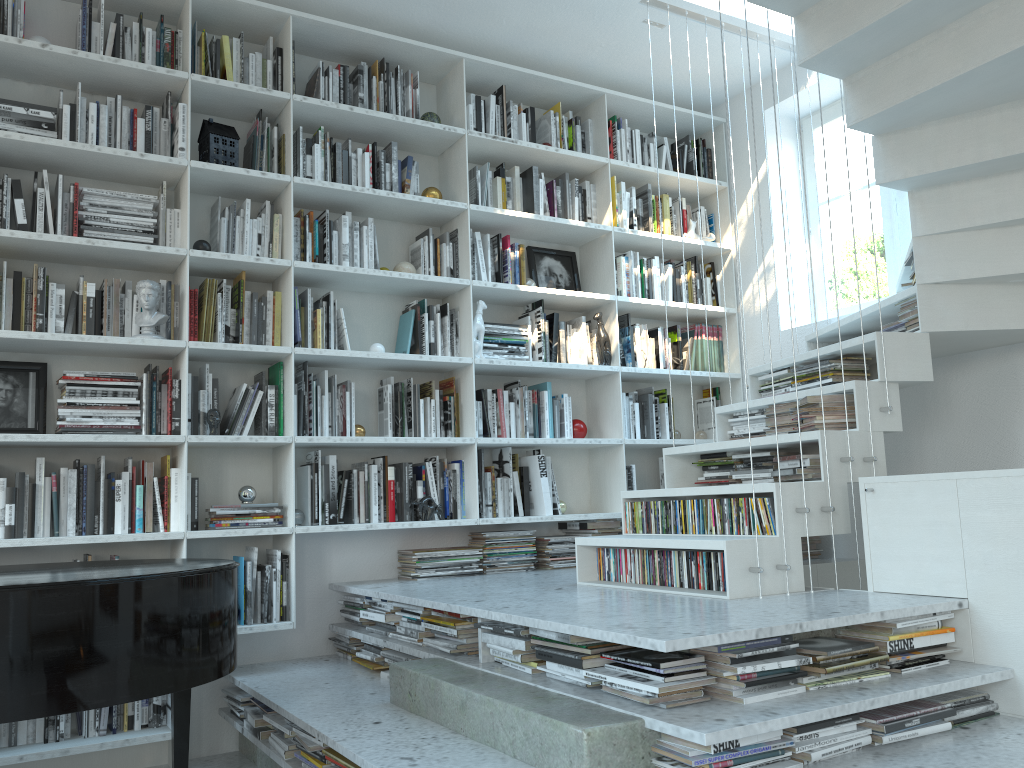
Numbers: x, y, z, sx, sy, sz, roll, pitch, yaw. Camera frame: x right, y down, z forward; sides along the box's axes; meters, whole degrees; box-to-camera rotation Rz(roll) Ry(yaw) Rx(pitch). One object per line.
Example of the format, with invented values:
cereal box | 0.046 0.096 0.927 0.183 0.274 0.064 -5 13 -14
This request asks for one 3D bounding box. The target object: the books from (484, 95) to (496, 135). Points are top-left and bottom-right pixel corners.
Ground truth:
books | -0.135 -1.312 4.519 0.048 0.277 0.150 2 -8 -30

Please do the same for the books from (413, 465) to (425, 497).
books | -0.438 0.504 4.078 0.012 0.248 0.165 2 -8 -30

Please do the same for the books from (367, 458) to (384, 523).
books | -0.615 0.480 3.990 0.012 0.284 0.159 2 -8 -30

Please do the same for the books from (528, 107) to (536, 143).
books | 0.069 -1.293 4.637 0.030 0.257 0.165 2 -8 -30

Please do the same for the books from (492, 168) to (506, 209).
books | -0.085 -0.940 4.487 0.026 0.260 0.167 2 -8 -30

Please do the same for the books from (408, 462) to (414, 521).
books | -0.496 0.495 4.048 0.026 0.262 0.169 2 -8 -30

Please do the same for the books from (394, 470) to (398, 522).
books | -0.559 0.505 4.013 0.025 0.237 0.156 2 -8 -30

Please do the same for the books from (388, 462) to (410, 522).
books | -0.515 0.493 4.030 0.026 0.262 0.173 2 -8 -30

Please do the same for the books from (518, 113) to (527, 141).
books | 0.015 -1.270 4.590 0.024 0.201 0.190 2 -9 -30

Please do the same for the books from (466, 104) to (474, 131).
books | -0.246 -1.272 4.431 0.022 0.182 0.190 2 -9 -30

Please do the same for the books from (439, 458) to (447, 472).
books | -0.338 0.495 4.159 0.012 0.282 0.143 2 -8 -30

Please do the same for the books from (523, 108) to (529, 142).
books | 0.044 -1.291 4.637 0.012 0.253 0.161 2 -8 -30

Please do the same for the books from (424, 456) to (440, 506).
books | -0.372 0.485 4.125 0.013 0.293 0.135 2 -8 -30

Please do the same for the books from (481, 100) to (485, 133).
books | -0.189 -1.292 4.484 0.024 0.230 0.169 2 -9 -30

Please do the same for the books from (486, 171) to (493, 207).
books | -0.139 -0.934 4.476 0.026 0.250 0.130 2 -8 -30

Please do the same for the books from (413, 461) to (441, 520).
books | -0.402 0.496 4.094 0.070 0.266 0.186 2 -9 -30

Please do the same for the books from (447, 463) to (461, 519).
books | -0.287 0.505 4.159 0.026 0.257 0.157 2 -8 -30

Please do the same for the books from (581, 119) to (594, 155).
books | 0.387 -1.283 4.818 0.026 0.263 0.163 2 -8 -30

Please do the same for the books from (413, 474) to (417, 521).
books | -0.475 0.522 4.059 0.022 0.210 0.136 2 -8 -30

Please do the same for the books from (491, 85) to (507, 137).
books | -0.079 -1.338 4.545 0.014 0.331 0.180 2 -8 -30

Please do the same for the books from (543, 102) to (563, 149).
books | 0.220 -1.319 4.725 0.007 0.320 0.166 2 -8 -30

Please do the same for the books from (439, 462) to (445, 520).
books | -0.357 0.500 4.132 0.021 0.264 0.150 2 -8 -30

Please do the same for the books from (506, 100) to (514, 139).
books | -0.041 -1.301 4.566 0.014 0.261 0.168 2 -8 -30

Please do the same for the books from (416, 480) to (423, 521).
books | -0.451 0.537 4.063 0.025 0.181 0.169 2 -9 -30

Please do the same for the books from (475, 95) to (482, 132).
books | -0.207 -1.299 4.465 0.026 0.241 0.185 2 -9 -30

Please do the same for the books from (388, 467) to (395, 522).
books | -0.576 0.499 3.988 0.031 0.243 0.185 2 -9 -30

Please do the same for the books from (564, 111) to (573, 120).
books | 0.287 -1.303 4.777 0.020 0.298 0.131 2 -8 -30

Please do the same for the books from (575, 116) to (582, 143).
books | 0.329 -1.291 4.805 0.025 0.279 0.136 2 -8 -30

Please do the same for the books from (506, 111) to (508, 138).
books | -0.070 -1.279 4.569 0.030 0.220 0.133 2 -8 -30

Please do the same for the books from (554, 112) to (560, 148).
books | 0.196 -1.285 4.707 0.016 0.251 0.189 2 -9 -30

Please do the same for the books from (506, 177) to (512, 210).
books | -0.055 -0.919 4.511 0.030 0.224 0.158 2 -8 -30

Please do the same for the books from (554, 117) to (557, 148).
books | 0.182 -1.271 4.691 0.008 0.220 0.182 2 -9 -30

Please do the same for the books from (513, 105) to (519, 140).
books | -0.012 -1.295 4.593 0.021 0.253 0.151 2 -8 -30

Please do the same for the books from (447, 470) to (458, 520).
books | -0.306 0.518 4.139 0.025 0.227 0.176 2 -9 -30

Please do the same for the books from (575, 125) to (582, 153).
books | 0.316 -1.260 4.771 0.029 0.209 0.169 2 -9 -30

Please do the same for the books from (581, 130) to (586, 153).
books | 0.352 -1.255 4.819 0.031 0.211 0.131 2 -8 -30

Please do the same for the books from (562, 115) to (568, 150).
books | 0.243 -1.282 4.732 0.031 0.248 0.164 2 -8 -30

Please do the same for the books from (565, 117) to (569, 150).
books | 0.256 -1.283 4.758 0.017 0.256 0.146 2 -8 -30

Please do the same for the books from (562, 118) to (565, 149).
books | 0.231 -1.272 4.716 0.007 0.225 0.170 2 -9 -30

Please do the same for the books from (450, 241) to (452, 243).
books | -0.328 -0.566 4.308 0.013 0.220 0.155 2 -8 -30

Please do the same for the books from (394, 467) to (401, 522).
books | -0.543 0.504 4.031 0.021 0.242 0.131 2 -8 -30

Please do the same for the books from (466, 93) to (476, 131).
books | -0.232 -1.304 4.457 0.025 0.250 0.178 2 -8 -30

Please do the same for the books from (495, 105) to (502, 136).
books | -0.102 -1.287 4.537 0.030 0.230 0.148 2 -8 -30

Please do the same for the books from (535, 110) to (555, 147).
books | 0.171 -1.290 4.684 0.019 0.255 0.169 2 -8 -30

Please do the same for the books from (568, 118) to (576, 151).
books | 0.282 -1.275 4.747 0.018 0.234 0.186 2 -9 -30

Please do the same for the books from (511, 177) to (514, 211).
books | -0.039 -0.922 4.538 0.024 0.235 0.146 2 -8 -30

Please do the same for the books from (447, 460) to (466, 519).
books | -0.266 0.499 4.173 0.025 0.272 0.171 2 -8 -30

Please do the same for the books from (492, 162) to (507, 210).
books | -0.074 -0.955 4.506 0.011 0.296 0.163 2 -8 -30

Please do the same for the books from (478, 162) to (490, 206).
books | -0.168 -0.952 4.452 0.051 0.282 0.167 2 -8 -30

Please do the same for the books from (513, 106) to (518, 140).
books | -0.026 -1.288 4.574 0.022 0.236 0.172 2 -9 -30

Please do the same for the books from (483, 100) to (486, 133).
books | -0.176 -1.297 4.513 0.027 0.249 0.140 2 -8 -30

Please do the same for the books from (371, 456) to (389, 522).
books | -0.594 0.474 3.978 0.012 0.292 0.175 2 -8 -30

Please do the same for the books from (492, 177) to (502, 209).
books | -0.104 -0.915 4.467 0.025 0.207 0.175 2 -9 -30

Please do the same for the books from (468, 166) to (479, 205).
books | -0.207 -0.940 4.429 0.012 0.253 0.161 2 -8 -30

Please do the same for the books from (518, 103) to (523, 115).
books | 0.016 -1.304 4.626 0.012 0.278 0.153 2 -8 -30

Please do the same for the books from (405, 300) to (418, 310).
books | -0.469 -0.240 4.188 0.016 0.290 0.135 2 -8 -30

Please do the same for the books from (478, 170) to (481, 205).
books | -0.195 -0.931 4.433 0.013 0.236 0.142 2 -8 -30

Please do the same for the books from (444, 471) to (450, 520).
books | -0.335 0.522 4.127 0.013 0.219 0.168 2 -9 -30
